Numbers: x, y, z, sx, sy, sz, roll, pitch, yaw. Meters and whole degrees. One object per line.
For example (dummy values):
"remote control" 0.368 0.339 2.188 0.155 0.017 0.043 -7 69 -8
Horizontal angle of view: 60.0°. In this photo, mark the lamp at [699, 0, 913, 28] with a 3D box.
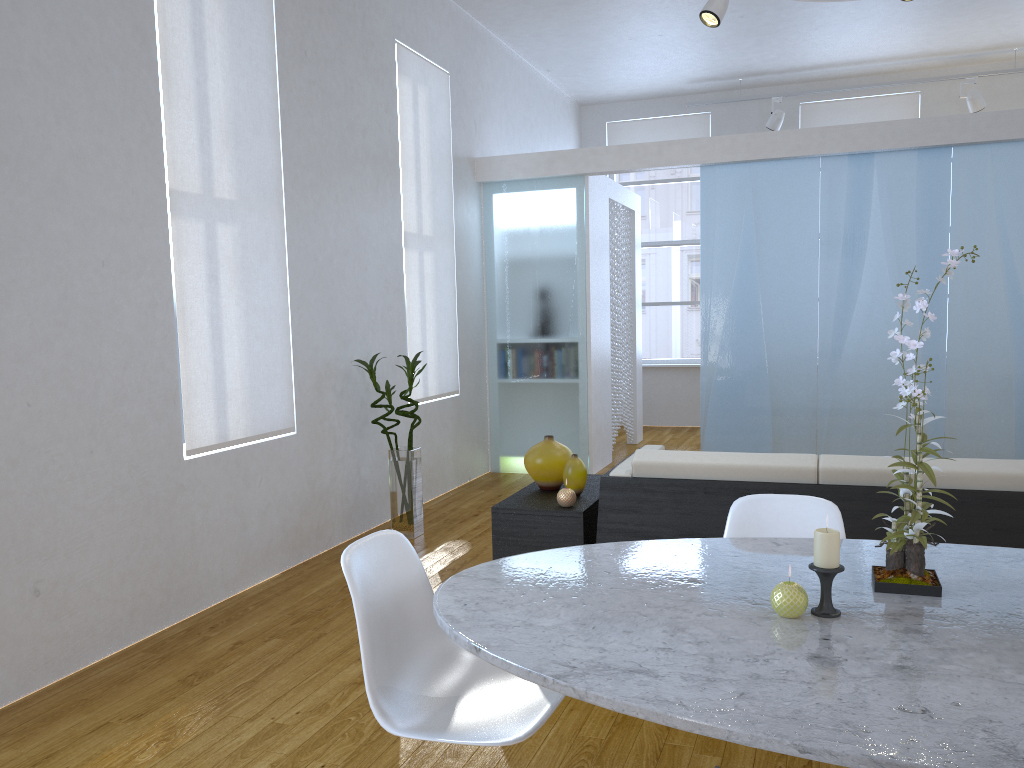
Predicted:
"lamp" 2.013 -2.254 4.684 3.117 0.488 0.204 0 6 17

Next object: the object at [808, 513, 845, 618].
"object" 0.542 0.309 1.526 0.059 0.177 0.058 -1 6 5

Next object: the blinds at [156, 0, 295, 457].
"blinds" -1.178 -0.797 3.711 0.007 2.118 0.759 1 6 20

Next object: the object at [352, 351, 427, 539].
"object" -0.630 0.323 4.657 0.380 0.983 0.482 -2 6 -8

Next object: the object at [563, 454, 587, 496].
"object" 0.243 0.352 3.424 0.095 0.161 0.095 -5 7 -29

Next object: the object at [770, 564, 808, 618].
"object" 0.478 0.354 1.526 0.062 0.092 0.063 -4 6 -23

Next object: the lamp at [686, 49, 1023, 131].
"lamp" 3.090 -2.513 7.711 3.118 0.488 0.197 0 6 18

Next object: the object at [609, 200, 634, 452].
"object" 0.884 -0.448 7.265 0.051 2.022 0.920 1 6 19

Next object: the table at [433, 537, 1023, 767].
"table" 0.776 0.707 1.510 1.910 0.625 1.067 0 5 19

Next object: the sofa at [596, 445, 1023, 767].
"sofa" 1.662 0.493 3.778 5.336 0.681 9.695 0 5 20

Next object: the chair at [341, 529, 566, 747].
"chair" -0.111 0.495 1.793 0.419 0.353 0.404 1 6 22

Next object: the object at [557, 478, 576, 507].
"object" 0.199 0.395 3.239 0.071 0.104 0.071 -7 8 -43

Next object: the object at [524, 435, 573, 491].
"object" 0.151 0.315 3.565 0.207 0.216 0.206 -4 6 -29

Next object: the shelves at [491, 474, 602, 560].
"shelves" 0.215 0.649 3.569 0.349 0.453 0.728 1 5 20

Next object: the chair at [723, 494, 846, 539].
"chair" 0.606 0.462 1.993 0.405 0.353 0.418 0 5 19

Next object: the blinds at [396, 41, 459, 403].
"blinds" -0.516 -0.955 5.569 0.007 2.118 0.759 1 6 20

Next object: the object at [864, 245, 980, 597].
"object" 0.729 0.071 1.628 0.201 0.640 0.166 -7 8 -42
